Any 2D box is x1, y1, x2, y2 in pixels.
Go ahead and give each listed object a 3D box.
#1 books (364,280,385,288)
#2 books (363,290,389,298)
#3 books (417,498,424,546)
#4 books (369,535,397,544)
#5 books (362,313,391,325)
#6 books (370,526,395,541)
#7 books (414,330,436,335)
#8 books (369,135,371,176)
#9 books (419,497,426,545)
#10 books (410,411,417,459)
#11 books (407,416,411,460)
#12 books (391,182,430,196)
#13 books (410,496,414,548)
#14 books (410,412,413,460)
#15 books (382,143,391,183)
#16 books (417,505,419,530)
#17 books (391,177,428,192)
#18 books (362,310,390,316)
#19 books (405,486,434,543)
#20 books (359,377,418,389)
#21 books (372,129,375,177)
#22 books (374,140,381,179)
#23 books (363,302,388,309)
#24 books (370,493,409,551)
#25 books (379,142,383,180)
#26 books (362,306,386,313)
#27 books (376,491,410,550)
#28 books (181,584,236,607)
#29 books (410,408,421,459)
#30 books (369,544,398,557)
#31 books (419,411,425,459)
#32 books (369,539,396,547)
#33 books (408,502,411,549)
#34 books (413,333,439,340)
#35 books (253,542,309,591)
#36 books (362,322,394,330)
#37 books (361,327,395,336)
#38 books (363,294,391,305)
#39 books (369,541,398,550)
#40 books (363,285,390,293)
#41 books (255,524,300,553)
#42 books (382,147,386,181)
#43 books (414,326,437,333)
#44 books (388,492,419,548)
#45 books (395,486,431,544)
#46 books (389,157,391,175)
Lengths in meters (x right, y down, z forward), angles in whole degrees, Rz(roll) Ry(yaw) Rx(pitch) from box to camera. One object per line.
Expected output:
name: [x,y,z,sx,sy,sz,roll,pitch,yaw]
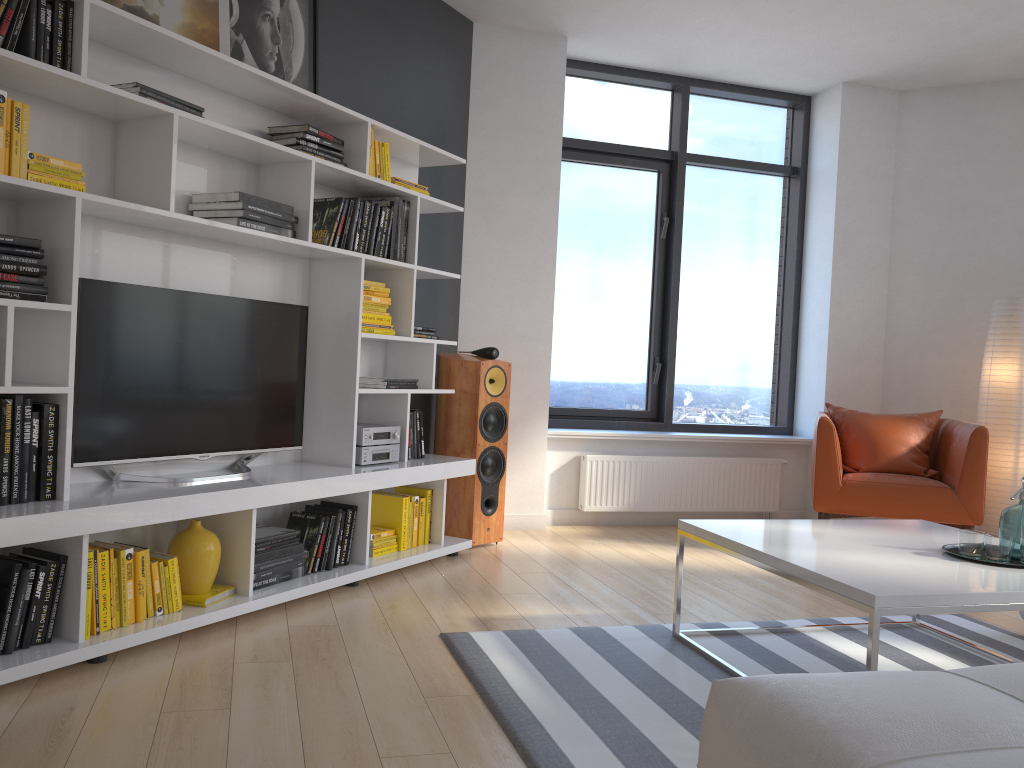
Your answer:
books: [-0.737,-0.476,4.204,0.163,0.023,0.223,3,1,33]
books: [-0.722,-0.429,4.197,0.160,0.022,0.227,4,1,44]
books: [-0.523,0.677,4.418,0.172,0.234,0.024,3,1,29]
books: [-0.651,0.724,4.181,0.134,0.014,0.187,3,1,29]
books: [-0.720,-0.309,4.190,0.189,0.042,0.243,3,1,29]
books: [-0.663,0.703,4.183,0.138,0.026,0.186,3,1,29]
books: [-0.499,-0.260,4.487,0.142,0.015,0.198,3,1,27]
books: [-0.702,-1.046,3.995,0.161,0.229,0.041,3,1,28]
books: [-0.514,0.677,4.443,0.172,0.234,0.024,3,1,29]
books: [-0.554,0.252,4.453,0.169,0.242,0.050,3,1,28]
books: [-0.589,0.253,4.419,0.189,0.240,0.053,3,1,29]
books: [-0.561,-0.944,4.350,0.194,0.028,0.257,3,1,34]
books: [-0.565,0.667,4.349,0.180,0.251,0.019,3,1,29]
books: [-0.571,0.255,4.437,0.170,0.236,0.049,3,1,29]
books: [-0.634,-1.022,4.125,0.141,0.184,0.064,3,1,30]
books: [-0.538,0.674,4.398,0.169,0.239,0.023,3,1,29]
books: [-0.569,-0.970,4.351,0.203,0.024,0.257,3,1,32]
books: [-0.732,-0.338,4.194,0.189,0.014,0.251,3,1,32]
books: [-0.499,0.659,4.498,0.213,0.270,0.025,3,1,29]
books: [-0.641,-0.007,4.345,0.250,0.047,0.310,3,1,24]
books: [-0.701,-1.045,4.055,0.164,0.224,0.054,3,1,28]
books: [-0.668,-1.021,4.072,0.132,0.180,0.054,3,1,29]
books: [-0.726,-0.375,4.195,0.171,0.019,0.239,3,1,29]
books: [-0.599,0.665,4.288,0.198,0.255,0.044,3,1,29]
books: [-0.652,-1.020,4.086,0.128,0.178,0.044,3,1,28]
books: [-0.718,-0.354,4.176,0.145,0.023,0.217,3,1,33]
books: [-0.586,0.663,4.316,0.199,0.263,0.015,3,1,29]
books: [-1.187,0.766,3.254,0.270,0.029,0.204,3,1,14]
books: [-0.549,0.246,4.484,0.193,0.255,0.066,3,1,28]
books: [-0.655,0.776,4.180,0.147,0.033,0.190,3,1,29]
books: [-0.528,0.252,4.506,0.177,0.242,0.066,3,1,28]
books: [-0.642,0.740,4.168,0.113,0.018,0.169,3,1,30]
books: [-0.560,0.681,4.322,0.156,0.229,0.024,3,1,28]
books: [-0.497,-0.241,4.487,0.161,0.023,0.213,3,1,32]
books: [-1.031,0.715,3.566,0.277,0.137,0.343,3,1,24]
books: [-0.718,-0.275,4.187,0.203,0.024,0.257,3,1,32]
books: [-0.710,-0.249,4.187,0.194,0.028,0.257,3,1,34]
books: [-0.718,-0.401,4.202,0.176,0.033,0.239,3,1,32]
books: [-0.657,0.753,4.183,0.148,0.011,0.196,3,1,29]
books: [-0.714,-0.452,4.202,0.163,0.023,0.223,3,1,33]
books: [-1.048,0.621,3.569,0.250,0.047,0.310,3,1,24]
books: [-0.633,-1.010,4.097,0.108,0.161,0.046,3,1,28]
books: [-0.510,-0.280,4.496,0.161,0.023,0.213,3,1,32]
books: [-0.550,0.668,4.372,0.185,0.250,0.035,3,1,29]
books: [-0.504,0.659,4.470,0.204,0.270,0.029,3,1,29]
books: [-0.630,-1.023,4.149,0.142,0.184,0.044,3,1,30]
